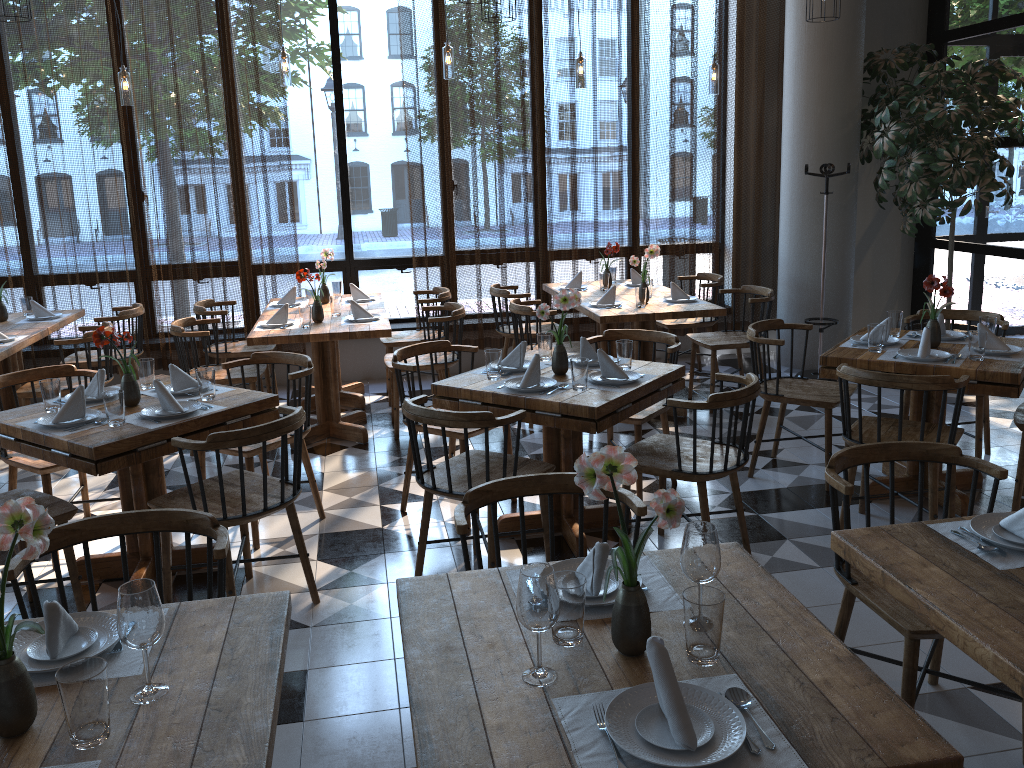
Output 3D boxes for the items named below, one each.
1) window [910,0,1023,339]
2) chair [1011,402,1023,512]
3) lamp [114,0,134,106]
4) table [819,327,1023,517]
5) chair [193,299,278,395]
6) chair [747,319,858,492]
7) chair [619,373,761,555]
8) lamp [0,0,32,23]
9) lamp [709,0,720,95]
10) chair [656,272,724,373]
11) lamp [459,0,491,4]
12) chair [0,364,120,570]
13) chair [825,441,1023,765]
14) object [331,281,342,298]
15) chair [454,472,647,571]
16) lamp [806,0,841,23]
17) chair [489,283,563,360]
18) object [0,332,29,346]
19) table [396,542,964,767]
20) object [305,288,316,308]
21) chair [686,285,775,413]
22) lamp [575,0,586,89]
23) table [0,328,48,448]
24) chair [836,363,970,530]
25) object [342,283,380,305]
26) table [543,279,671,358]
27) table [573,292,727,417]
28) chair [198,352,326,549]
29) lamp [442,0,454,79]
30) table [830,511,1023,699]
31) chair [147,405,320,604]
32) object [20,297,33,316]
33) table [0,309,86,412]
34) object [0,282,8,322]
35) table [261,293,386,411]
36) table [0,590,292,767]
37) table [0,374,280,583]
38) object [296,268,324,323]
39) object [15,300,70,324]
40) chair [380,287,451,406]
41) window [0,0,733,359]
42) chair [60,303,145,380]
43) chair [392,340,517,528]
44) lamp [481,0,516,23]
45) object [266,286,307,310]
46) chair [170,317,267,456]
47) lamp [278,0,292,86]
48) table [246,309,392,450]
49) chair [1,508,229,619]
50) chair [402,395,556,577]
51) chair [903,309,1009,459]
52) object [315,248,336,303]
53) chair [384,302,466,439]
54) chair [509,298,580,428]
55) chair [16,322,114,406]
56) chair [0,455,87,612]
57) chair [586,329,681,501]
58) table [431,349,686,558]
[{"bbox_3d":[4.954,-1.880,6.828,2.187,3.519,2.750,-4,12,-10],"label":"window"},{"bbox_3d":[2.638,0.231,4.102,0.551,0.810,0.523,7,15,34],"label":"chair"},{"bbox_3d":[-2.676,-2.869,5.900,0.078,1.948,0.078,5,13,30],"label":"lamp"},{"bbox_3d":[2.086,0.190,4.454,0.866,0.757,0.870,7,15,34],"label":"table"},{"bbox_3d":[-2.005,-0.202,6.486,0.550,0.810,0.524,-4,12,-10],"label":"chair"},{"bbox_3d":[1.559,0.091,4.816,0.551,0.810,0.523,7,15,34],"label":"chair"},{"bbox_3d":[0.758,0.371,3.769,0.551,0.810,0.523,7,15,34],"label":"chair"},{"bbox_3d":[-2.412,-2.735,4.002,0.175,2.054,0.176,0,12,9],"label":"lamp"},{"bbox_3d":[1.522,-3.183,6.622,0.078,1.948,0.079,3,12,22],"label":"lamp"},{"bbox_3d":[1.399,-0.453,7.072,0.550,0.810,0.524,-4,12,-10],"label":"chair"},{"bbox_3d":[-0.234,-3.087,4.613,0.175,2.054,0.176,8,15,40],"label":"lamp"},{"bbox_3d":[-2.130,0.363,4.181,0.551,0.810,0.523,7,15,34],"label":"chair"},{"bbox_3d":[1.209,0.641,2.605,0.520,0.810,0.554,-4,12,-10],"label":"chair"},{"bbox_3d":[-1.331,-0.718,6.749,0.080,0.131,0.080,4,13,25],"label":"object"},{"bbox_3d":[0.126,0.721,2.418,0.520,0.810,0.554,-4,12,-10],"label":"chair"},{"bbox_3d":[1.723,-3.061,4.801,0.175,2.054,0.176,-1,11,3],"label":"lamp"},{"bbox_3d":[0.116,-0.358,6.851,0.550,0.810,0.524,-4,12,-10],"label":"chair"},{"bbox_3d":[-3.129,-0.323,5.351,0.272,0.136,0.355,-4,14,-10],"label":"object"},{"bbox_3d":[0.233,0.892,1.811,0.850,0.757,0.857,-4,13,-10],"label":"table"},{"bbox_3d":[-1.436,-0.614,6.335,0.080,0.131,0.080,4,13,25],"label":"object"},{"bbox_3d":[1.550,-0.259,6.257,0.550,0.810,0.524,-4,12,-10],"label":"chair"},{"bbox_3d":[0.487,-3.163,6.433,0.078,1.948,0.078,-7,13,-23],"label":"lamp"},{"bbox_3d":[-3.377,0.131,5.406,0.850,0.757,0.857,-4,13,-10],"label":"table"},{"bbox_3d":[1.721,0.300,3.936,0.520,0.810,0.553,7,15,34],"label":"chair"},{"bbox_3d":[-1.127,-0.686,6.582,0.272,0.136,0.355,-4,14,-10],"label":"object"},{"bbox_3d":[0.755,-0.381,6.971,0.850,0.757,0.857,-4,13,-10],"label":"table"},{"bbox_3d":[0.908,-0.184,6.144,0.850,0.757,0.857,-4,13,-10],"label":"table"},{"bbox_3d":[-1.233,0.297,4.335,0.520,0.810,0.553,7,15,34],"label":"chair"},{"bbox_3d":[-0.488,-3.174,6.249,0.078,1.948,0.078,-6,12,-20],"label":"lamp"},{"bbox_3d":[1.319,0.812,1.998,0.850,0.757,0.857,-4,13,-10],"label":"table"},{"bbox_3d":[-1.071,0.506,3.455,0.551,0.810,0.523,7,15,34],"label":"chair"},{"bbox_3d":[-3.489,-0.558,6.377,0.080,0.131,0.080,1,12,15],"label":"object"},{"bbox_3d":[-3.530,-0.065,6.233,0.850,0.757,0.857,-4,13,-10],"label":"table"},{"bbox_3d":[-3.562,-0.600,6.091,0.156,0.352,0.172,1,12,13],"label":"object"},{"bbox_3d":[-1.365,-0.225,6.606,0.850,0.757,0.857,-4,13,-10],"label":"table"},{"bbox_3d":[-0.839,0.971,1.627,0.850,0.757,0.857,-4,13,-10],"label":"table"},{"bbox_3d":[-1.591,0.461,3.821,0.866,0.757,0.870,7,15,34],"label":"table"},{"bbox_3d":[-1.287,-0.565,5.651,0.171,0.352,0.157,-9,14,-30],"label":"object"},{"bbox_3d":[-3.288,-0.527,6.210,0.272,0.136,0.355,-4,14,-10],"label":"object"},{"bbox_3d":[-0.721,-0.297,6.707,0.550,0.810,0.524,-4,12,-10],"label":"chair"},{"bbox_3d":[-5.506,-1.395,5.376,15.178,3.139,4.517,-11,16,-32],"label":"window"},{"bbox_3d":[-2.886,-0.137,6.334,0.550,0.810,0.524,-4,12,-10],"label":"chair"},{"bbox_3d":[-0.301,0.228,4.496,0.551,0.810,0.523,7,15,34],"label":"chair"},{"bbox_3d":[-0.100,-2.920,4.462,0.175,2.054,0.176,-5,12,-15],"label":"lamp"},{"bbox_3d":[-1.650,-0.646,6.486,0.272,0.136,0.355,-4,14,-10],"label":"object"},{"bbox_3d":[-1.854,-0.009,5.671,0.550,0.810,0.524,-4,12,-10],"label":"chair"},{"bbox_3d":[-1.624,-3.057,6.060,0.078,1.948,0.079,-2,11,-2],"label":"lamp"},{"bbox_3d":[-1.212,-0.028,5.779,0.850,0.757,0.857,-4,13,-10],"label":"table"},{"bbox_3d":[-0.958,0.801,2.231,0.520,0.810,0.554,-4,12,-10],"label":"chair"},{"bbox_3d":[-0.138,0.437,3.615,0.520,0.810,0.553,7,15,34],"label":"chair"},{"bbox_3d":[2.455,0.025,4.970,0.520,0.810,0.553,7,15,34],"label":"chair"},{"bbox_3d":[-1.360,-0.794,6.505,0.146,0.397,0.208,-3,12,-6],"label":"object"},{"bbox_3d":[-0.570,-0.103,5.892,0.550,0.810,0.524,-4,12,-10],"label":"chair"},{"bbox_3d":[0.266,-0.165,6.036,0.550,0.810,0.524,-4,12,-10],"label":"chair"},{"bbox_3d":[-2.735,0.056,5.519,0.550,0.810,0.524,-4,12,-10],"label":"chair"},{"bbox_3d":[-1.967,0.572,3.301,0.520,0.810,0.553,7,15,34],"label":"chair"},{"bbox_3d":[0.595,0.162,4.650,0.520,0.810,0.553,7,15,34],"label":"chair"},{"bbox_3d":[0.238,0.326,4.136,0.866,0.757,0.870,7,15,34],"label":"table"}]
